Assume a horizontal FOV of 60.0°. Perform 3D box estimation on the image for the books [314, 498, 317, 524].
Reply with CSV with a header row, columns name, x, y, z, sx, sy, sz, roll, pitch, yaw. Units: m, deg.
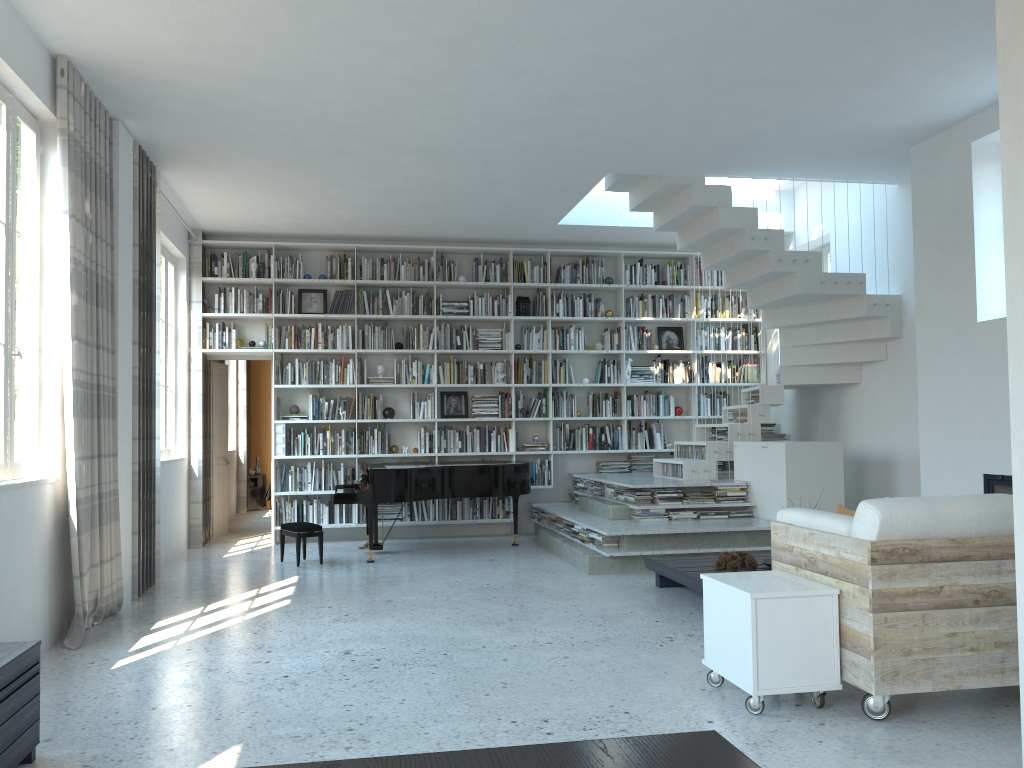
name,x,y,z,sx,sy,sz,roll,pitch,yaw
books,-2.070,1.341,9.348,0.031,0.266,0.186,0,-3,-11

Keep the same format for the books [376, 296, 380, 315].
name,x,y,z,sx,sy,sz,roll,pitch,yaw
books,-1.446,-0.827,9.562,0.029,0.218,0.157,0,-3,-11

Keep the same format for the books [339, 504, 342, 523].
name,x,y,z,sx,sy,sz,roll,pitch,yaw
books,-1.816,1.342,9.425,0.040,0.264,0.137,0,-2,-11

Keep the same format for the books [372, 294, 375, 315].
name,x,y,z,sx,sy,sz,roll,pitch,yaw
books,-1.498,-0.838,9.546,0.031,0.241,0.181,0,-3,-11

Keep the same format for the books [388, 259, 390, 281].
name,x,y,z,sx,sy,sz,roll,pitch,yaw
books,-1.327,-1.210,9.597,0.013,0.251,0.183,0,-3,-11

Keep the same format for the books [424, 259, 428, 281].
name,x,y,z,sx,sy,sz,roll,pitch,yaw
books,-0.943,-1.216,9.684,0.029,0.261,0.151,0,-3,-11

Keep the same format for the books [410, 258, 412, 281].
name,x,y,z,sx,sy,sz,roll,pitch,yaw
books,-1.098,-1.219,9.633,0.014,0.266,0.192,0,-3,-11

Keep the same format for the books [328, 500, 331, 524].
name,x,y,z,sx,sy,sz,roll,pitch,yaw
books,-1.924,1.351,9.366,0.023,0.244,0.188,0,-3,-11

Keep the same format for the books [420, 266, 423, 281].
name,x,y,z,sx,sy,sz,roll,pitch,yaw
books,-0.994,-1.178,9.654,0.031,0.184,0.177,0,-3,-11

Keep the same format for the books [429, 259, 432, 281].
name,x,y,z,sx,sy,sz,roll,pitch,yaw
books,-0.894,-1.220,9.680,0.014,0.267,0.171,0,-3,-11

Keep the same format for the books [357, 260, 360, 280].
name,x,y,z,sx,sy,sz,roll,pitch,yaw
books,-1.651,-1.202,9.537,0.029,0.237,0.156,0,-3,-11

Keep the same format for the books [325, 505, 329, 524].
name,x,y,z,sx,sy,sz,roll,pitch,yaw
books,-1.951,1.379,9.360,0.031,0.188,0.190,0,-3,-11

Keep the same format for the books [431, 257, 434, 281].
name,x,y,z,sx,sy,sz,roll,pitch,yaw
books,-0.873,-1.231,9.680,0.026,0.288,0.176,0,-3,-11

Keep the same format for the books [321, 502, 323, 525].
name,x,y,z,sx,sy,sz,roll,pitch,yaw
books,-2.006,1.364,9.358,0.021,0.218,0.190,0,-3,-11

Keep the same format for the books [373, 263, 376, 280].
name,x,y,z,sx,sy,sz,roll,pitch,yaw
books,-1.487,-1.189,9.554,0.029,0.208,0.178,0,-3,-11

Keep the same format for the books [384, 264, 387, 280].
name,x,y,z,sx,sy,sz,roll,pitch,yaw
books,-1.374,-1.184,9.598,0.030,0.201,0.152,0,-3,-11

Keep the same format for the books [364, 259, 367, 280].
name,x,y,z,sx,sy,sz,roll,pitch,yaw
books,-1.578,-1.211,9.557,0.031,0.254,0.145,0,-3,-11

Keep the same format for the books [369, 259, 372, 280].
name,x,y,z,sx,sy,sz,roll,pitch,yaw
books,-1.528,-1.209,9.565,0.023,0.251,0.170,0,-3,-11

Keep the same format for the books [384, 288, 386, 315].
name,x,y,z,sx,sy,sz,roll,pitch,yaw
books,-1.373,-0.874,9.595,0.013,0.315,0.135,0,-2,-11

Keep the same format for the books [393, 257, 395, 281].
name,x,y,z,sx,sy,sz,roll,pitch,yaw
books,-1.276,-1.223,9.607,0.013,0.276,0.164,0,-3,-11

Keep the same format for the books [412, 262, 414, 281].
name,x,y,z,sx,sy,sz,roll,pitch,yaw
books,-1.082,-1.200,9.642,0.021,0.228,0.161,0,-3,-11

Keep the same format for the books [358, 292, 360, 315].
name,x,y,z,sx,sy,sz,roll,pitch,yaw
books,-1.647,-0.845,9.514,0.023,0.256,0.175,0,-3,-11

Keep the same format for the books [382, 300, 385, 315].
name,x,y,z,sx,sy,sz,roll,pitch,yaw
books,-1.394,-0.807,9.581,0.034,0.180,0.160,0,-3,-11

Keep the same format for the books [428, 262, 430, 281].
name,x,y,z,sx,sy,sz,roll,pitch,yaw
books,-0.912,-1.199,9.668,0.026,0.225,0.172,0,-3,-11

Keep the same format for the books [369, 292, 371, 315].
name,x,y,z,sx,sy,sz,roll,pitch,yaw
books,-1.531,-0.847,9.548,0.011,0.260,0.157,0,-3,-11

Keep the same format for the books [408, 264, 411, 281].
name,x,y,z,sx,sy,sz,roll,pitch,yaw
books,-1.124,-1.191,9.655,0.029,0.213,0.141,0,-3,-11

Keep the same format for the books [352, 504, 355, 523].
name,x,y,z,sx,sy,sz,roll,pitch,yaw
books,-1.685,1.335,9.442,0.027,0.276,0.143,0,-2,-11

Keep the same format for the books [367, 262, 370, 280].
name,x,y,z,sx,sy,sz,roll,pitch,yaw
books,-1.550,-1.194,9.557,0.023,0.220,0.181,0,-3,-11

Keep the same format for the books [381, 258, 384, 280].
name,x,y,z,sx,sy,sz,roll,pitch,yaw
books,-1.405,-1.217,9.603,0.028,0.268,0.151,0,-3,-11

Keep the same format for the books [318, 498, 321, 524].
name,x,y,z,sx,sy,sz,roll,pitch,yaw
books,-2.029,1.340,9.356,0.025,0.266,0.159,0,-3,-11

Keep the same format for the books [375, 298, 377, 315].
name,x,y,z,sx,sy,sz,roll,pitch,yaw
books,-1.473,-0.817,9.563,0.024,0.201,0.153,0,-3,-11

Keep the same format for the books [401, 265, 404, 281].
name,x,y,z,sx,sy,sz,roll,pitch,yaw
books,-1.189,-1.180,9.624,0.031,0.190,0.181,0,-3,-11

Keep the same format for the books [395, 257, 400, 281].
name,x,y,z,sx,sy,sz,roll,pitch,yaw
books,-1.244,-1.221,9.610,0.052,0.272,0.172,0,-3,-11

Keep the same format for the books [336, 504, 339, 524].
name,x,y,z,sx,sy,sz,roll,pitch,yaw
books,-1.845,1.345,9.396,0.027,0.256,0.179,0,-3,-11

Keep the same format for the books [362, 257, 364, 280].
name,x,y,z,sx,sy,sz,roll,pitch,yaw
books,-1.607,-1.222,9.571,0.021,0.279,0.141,0,-2,-11

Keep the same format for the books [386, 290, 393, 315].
name,x,y,z,sx,sy,sz,roll,pitch,yaw
books,-1.325,-0.861,9.578,0.075,0.285,0.178,0,-3,-11

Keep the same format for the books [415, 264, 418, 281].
name,x,y,z,sx,sy,sz,roll,pitch,yaw
books,-1.043,-1.186,9.634,0.026,0.200,0.187,0,-3,-11

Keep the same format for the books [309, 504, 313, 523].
name,x,y,z,sx,sy,sz,roll,pitch,yaw
books,-2.112,1.373,9.334,0.030,0.201,0.168,0,-3,-11

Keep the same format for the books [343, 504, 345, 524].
name,x,y,z,sx,sy,sz,roll,pitch,yaw
books,-1.781,1.325,9.402,0.021,0.295,0.188,0,-3,-11

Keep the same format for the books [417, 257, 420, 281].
name,x,y,z,sx,sy,sz,roll,pitch,yaw
books,-1.017,-1.228,9.658,0.013,0.285,0.159,0,-3,-11

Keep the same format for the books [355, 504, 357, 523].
name,x,y,z,sx,sy,sz,roll,pitch,yaw
books,-1.655,1.354,9.403,0.017,0.233,0.212,0,-3,-11

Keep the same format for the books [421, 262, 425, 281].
name,x,y,z,sx,sy,sz,roll,pitch,yaw
books,-0.969,-1.204,9.670,0.026,0.237,0.149,0,-3,-11

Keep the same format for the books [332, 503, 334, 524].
name,x,y,z,sx,sy,sz,roll,pitch,yaw
books,-1.894,1.367,9.401,0.024,0.214,0.137,0,-3,-11

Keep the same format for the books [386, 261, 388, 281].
name,x,y,z,sx,sy,sz,roll,pitch,yaw
books,-1.352,-1.201,9.600,0.013,0.234,0.154,0,-3,-11

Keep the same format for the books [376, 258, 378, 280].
name,x,y,z,sx,sy,sz,roll,pitch,yaw
books,-1.456,-1.216,9.577,0.010,0.264,0.160,0,-3,-11

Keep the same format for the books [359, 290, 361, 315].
name,x,y,z,sx,sy,sz,roll,pitch,yaw
books,-1.632,-0.858,9.532,0.013,0.283,0.158,0,-3,-11

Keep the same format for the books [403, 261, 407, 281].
name,x,y,z,sx,sy,sz,roll,pitch,yaw
books,-1.163,-1.202,9.639,0.026,0.235,0.134,0,-3,-11

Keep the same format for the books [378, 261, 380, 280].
name,x,y,z,sx,sy,sz,roll,pitch,yaw
books,-1.444,-1.200,9.605,0.025,0.234,0.129,0,-2,-11

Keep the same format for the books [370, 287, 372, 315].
name,x,y,z,sx,sy,sz,roll,pitch,yaw
books,-1.519,-0.875,9.542,0.012,0.315,0.171,0,-2,-11

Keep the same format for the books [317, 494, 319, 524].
name,x,y,z,sx,sy,sz,roll,pitch,yaw
books,-2.052,1.322,9.371,0.014,0.304,0.139,0,-2,-11

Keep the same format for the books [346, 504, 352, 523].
name,x,y,z,sx,sy,sz,roll,pitch,yaw
books,-1.730,1.345,9.431,0.065,0.256,0.156,0,-3,-11

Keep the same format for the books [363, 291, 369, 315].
name,x,y,z,sx,sy,sz,roll,pitch,yaw
books,-1.570,-0.854,9.548,0.067,0.274,0.168,0,-3,-11

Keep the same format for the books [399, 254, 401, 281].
name,x,y,z,sx,sy,sz,roll,pitch,yaw
books,-1.214,-1.242,9.630,0.014,0.315,0.166,0,-2,-11

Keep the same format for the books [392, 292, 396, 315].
name,x,y,z,sx,sy,sz,roll,pitch,yaw
books,-1.278,-0.850,9.602,0.027,0.265,0.168,0,-3,-11

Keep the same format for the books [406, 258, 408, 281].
name,x,y,z,sx,sy,sz,roll,pitch,yaw
books,-1.144,-1.219,9.644,0.014,0.269,0.156,0,-3,-11

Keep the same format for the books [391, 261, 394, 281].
name,x,y,z,sx,sy,sz,roll,pitch,yaw
books,-1.298,-1.202,9.617,0.029,0.235,0.130,0,-2,-11

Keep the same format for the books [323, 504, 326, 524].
name,x,y,z,sx,sy,sz,roll,pitch,yaw
books,-1.981,1.370,9.362,0.028,0.206,0.171,0,-3,-11

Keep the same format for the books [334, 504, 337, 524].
name,x,y,z,sx,sy,sz,roll,pitch,yaw
books,-1.869,1.361,9.394,0.022,0.224,0.141,0,-3,-11

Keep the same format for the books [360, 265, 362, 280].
name,x,y,z,sx,sy,sz,roll,pitch,yaw
books,-1.627,-1.174,9.556,0.024,0.183,0.133,0,-3,-11

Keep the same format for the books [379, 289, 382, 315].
name,x,y,z,sx,sy,sz,roll,pitch,yaw
books,-1.421,-0.864,9.568,0.023,0.293,0.156,0,-2,-11
